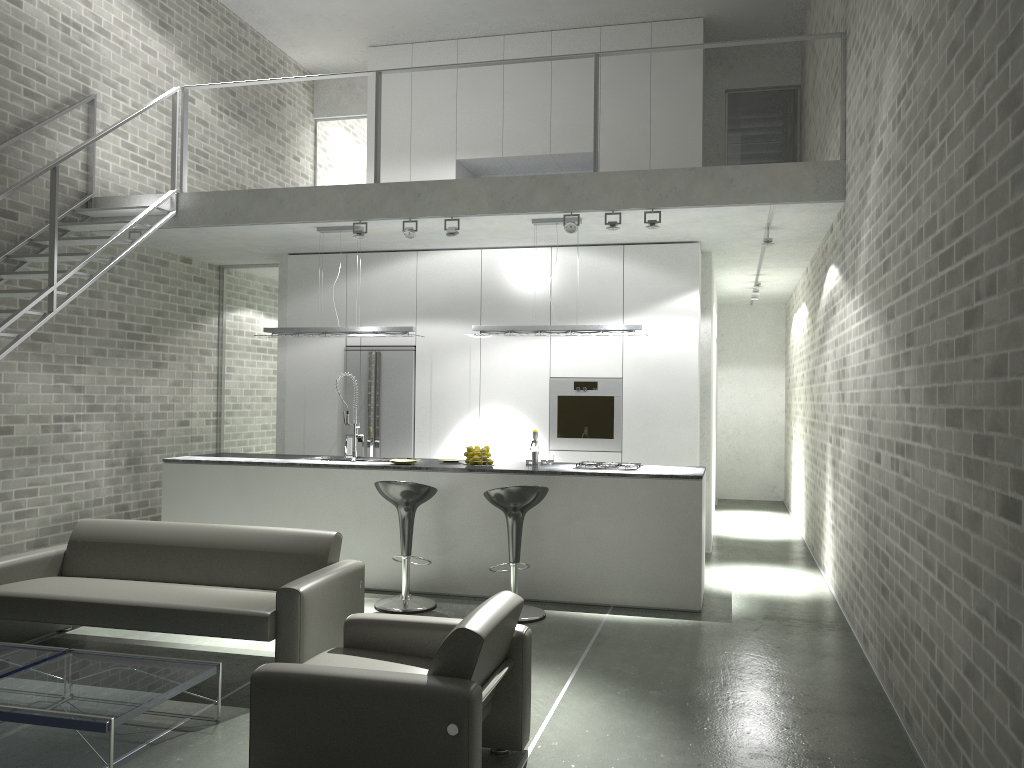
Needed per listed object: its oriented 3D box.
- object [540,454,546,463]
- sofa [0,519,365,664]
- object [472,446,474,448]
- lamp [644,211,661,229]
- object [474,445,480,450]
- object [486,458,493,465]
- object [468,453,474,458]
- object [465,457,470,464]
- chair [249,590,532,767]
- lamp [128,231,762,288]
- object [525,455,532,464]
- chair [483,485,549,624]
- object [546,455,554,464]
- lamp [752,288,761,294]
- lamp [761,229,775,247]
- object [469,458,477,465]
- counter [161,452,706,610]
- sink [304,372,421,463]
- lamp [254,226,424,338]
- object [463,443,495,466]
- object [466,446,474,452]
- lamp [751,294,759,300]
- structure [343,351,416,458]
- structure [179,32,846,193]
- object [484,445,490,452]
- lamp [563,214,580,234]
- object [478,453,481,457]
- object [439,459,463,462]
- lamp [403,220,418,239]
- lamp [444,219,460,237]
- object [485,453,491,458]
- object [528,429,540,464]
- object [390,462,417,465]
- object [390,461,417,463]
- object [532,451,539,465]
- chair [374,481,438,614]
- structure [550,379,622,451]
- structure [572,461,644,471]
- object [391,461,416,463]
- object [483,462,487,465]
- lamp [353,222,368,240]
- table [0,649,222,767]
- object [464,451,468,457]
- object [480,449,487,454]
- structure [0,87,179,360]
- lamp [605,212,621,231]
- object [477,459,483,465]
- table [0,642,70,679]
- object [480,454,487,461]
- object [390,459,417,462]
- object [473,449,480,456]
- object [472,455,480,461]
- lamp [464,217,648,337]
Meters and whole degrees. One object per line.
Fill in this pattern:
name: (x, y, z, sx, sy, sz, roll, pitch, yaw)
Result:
object: (0.268, 0.623, 7.377, 0.064, 0.070, 0.063, 1, -1, -38)
sofa: (-2.000, 1.218, 5.145, 2.114, 0.717, 0.902, 0, -1, 14)
object: (-0.334, 0.525, 7.128, 0.052, 0.060, 0.057, 1, -1, -8)
lamp: (1.091, -1.273, 6.880, 0.109, 0.135, 0.109, 1, -1, -28)
object: (-0.277, 0.518, 7.091, 0.051, 0.053, 0.063, 1, -1, 5)
object: (-0.178, 0.619, 7.064, 0.053, 0.052, 0.062, 0, -1, 43)
object: (-0.319, 0.565, 7.062, 0.062, 0.053, 0.052, 1, -1, -24)
object: (-0.347, 0.611, 7.093, 0.060, 0.057, 0.052, 1, -1, 6)
chair: (-0.460, 1.211, 3.522, 0.910, 0.717, 0.963, 0, -1, 14)
lamp: (-0.251, -1.252, 9.204, 6.854, 0.136, 0.110, 1, -1, -21)
object: (0.146, 0.621, 7.331, 0.064, 0.070, 0.063, 1, -1, -38)
chair: (0.023, 1.152, 6.182, 0.457, 0.931, 0.464, 1, -1, -5)
object: (0.311, 0.623, 7.294, 0.064, 0.070, 0.063, 0, -1, 22)
lamp: (3.039, -1.186, 11.040, 0.109, 0.132, 0.109, 1, -1, -34)
lamp: (2.192, -1.251, 7.592, 0.109, 0.132, 0.109, 1, -1, -34)
object: (-0.306, 0.616, 7.047, 0.064, 0.063, 0.074, 0, -1, 24)
counter: (-0.674, 1.126, 7.290, 4.400, 0.960, 0.900, 0, -1, 14)
sink: (-1.283, 0.415, 7.569, 0.987, 1.023, 0.546, 0, -1, 14)
lamp: (-1.514, -0.894, 7.787, 1.490, 0.964, 0.290, 0, -1, 14)
object: (-0.267, 0.561, 7.089, 0.189, 0.174, 0.207, 1, -1, -31)
object: (-0.334, 0.520, 7.075, 0.053, 0.051, 0.063, 1, -1, -39)
lamp: (3.186, -1.173, 11.638, 0.109, 0.135, 0.109, 1, -1, -34)
structure: (-1.342, 0.614, 8.973, 0.743, 1.900, 0.160, 0, -1, 14)
structure: (-0.231, -2.134, 7.227, 5.560, 0.972, 0.070, 0, -1, 14)
object: (-0.202, 0.520, 7.104, 0.050, 0.060, 0.059, 1, -1, 3)
lamp: (0.468, -1.269, 7.015, 0.131, 0.154, 0.098, 0, -1, 14)
object: (-0.250, 0.579, 7.056, 0.051, 0.053, 0.062, 0, -1, 12)
object: (-0.509, 0.642, 7.413, 0.216, 0.017, 0.217, 0, -1, 39)
lamp: (-0.847, -1.281, 7.345, 0.115, 0.151, 0.115, 1, -1, -33)
lamp: (-0.490, -1.278, 7.279, 0.115, 0.151, 0.115, 1, -1, -33)
object: (-0.195, 0.569, 7.085, 0.061, 0.054, 0.053, 1, -1, -40)
object: (0.200, 0.512, 7.238, 0.101, 0.288, 0.088, 0, -1, 44)
object: (-0.868, 0.632, 7.084, 0.217, 0.017, 0.216, 2, -1, -43)
object: (-0.868, 0.628, 7.084, 0.217, 0.017, 0.216, 2, -1, -43)
object: (0.189, 0.602, 7.226, 0.060, 0.106, 0.060, 1, -1, 7)
chair: (-0.764, 1.146, 6.411, 0.457, 0.931, 0.464, 0, -1, 28)
structure: (0.699, 0.294, 8.450, 0.692, 0.680, 0.036, 0, -1, 14)
structure: (0.761, 0.639, 6.943, 0.500, 0.038, 0.500, 0, -1, 14)
object: (-0.867, 0.623, 7.084, 0.217, 0.017, 0.216, 2, -1, -43)
object: (-0.227, 0.621, 7.098, 0.061, 0.055, 0.050, 1, -1, -41)
lamp: (-1.278, -1.292, 7.459, 0.109, 0.136, 0.109, 1, -1, -34)
table: (-1.844, 1.423, 3.864, 0.820, 0.270, 0.800, 0, -1, 14)
object: (-0.357, 0.564, 7.110, 0.053, 0.051, 0.063, 1, -1, -27)
object: (-0.226, 0.532, 7.042, 0.051, 0.053, 0.063, 0, -1, 17)
structure: (-3.933, -0.557, 5.833, 0.902, 4.246, 4.345, 0, -1, 14)
lamp: (0.792, -1.276, 6.953, 0.109, 0.135, 0.109, 1, -1, -28)
object: (-0.254, 0.618, 7.022, 0.051, 0.053, 0.063, 0, -1, 12)
table: (-2.659, 1.417, 4.064, 0.820, 0.270, 0.800, 0, -1, 14)
object: (-0.227, 0.583, 7.035, 0.061, 0.055, 0.051, 1, -1, -17)
object: (-0.867, 0.618, 7.084, 0.217, 0.017, 0.216, 2, -1, -43)
object: (-0.282, 0.543, 7.023, 0.061, 0.052, 0.053, 0, -1, 17)
object: (-0.285, 0.589, 6.996, 0.061, 0.054, 0.052, 1, -1, -19)
lamp: (0.366, -0.879, 7.325, 1.490, 0.964, 0.290, 0, -1, 14)
